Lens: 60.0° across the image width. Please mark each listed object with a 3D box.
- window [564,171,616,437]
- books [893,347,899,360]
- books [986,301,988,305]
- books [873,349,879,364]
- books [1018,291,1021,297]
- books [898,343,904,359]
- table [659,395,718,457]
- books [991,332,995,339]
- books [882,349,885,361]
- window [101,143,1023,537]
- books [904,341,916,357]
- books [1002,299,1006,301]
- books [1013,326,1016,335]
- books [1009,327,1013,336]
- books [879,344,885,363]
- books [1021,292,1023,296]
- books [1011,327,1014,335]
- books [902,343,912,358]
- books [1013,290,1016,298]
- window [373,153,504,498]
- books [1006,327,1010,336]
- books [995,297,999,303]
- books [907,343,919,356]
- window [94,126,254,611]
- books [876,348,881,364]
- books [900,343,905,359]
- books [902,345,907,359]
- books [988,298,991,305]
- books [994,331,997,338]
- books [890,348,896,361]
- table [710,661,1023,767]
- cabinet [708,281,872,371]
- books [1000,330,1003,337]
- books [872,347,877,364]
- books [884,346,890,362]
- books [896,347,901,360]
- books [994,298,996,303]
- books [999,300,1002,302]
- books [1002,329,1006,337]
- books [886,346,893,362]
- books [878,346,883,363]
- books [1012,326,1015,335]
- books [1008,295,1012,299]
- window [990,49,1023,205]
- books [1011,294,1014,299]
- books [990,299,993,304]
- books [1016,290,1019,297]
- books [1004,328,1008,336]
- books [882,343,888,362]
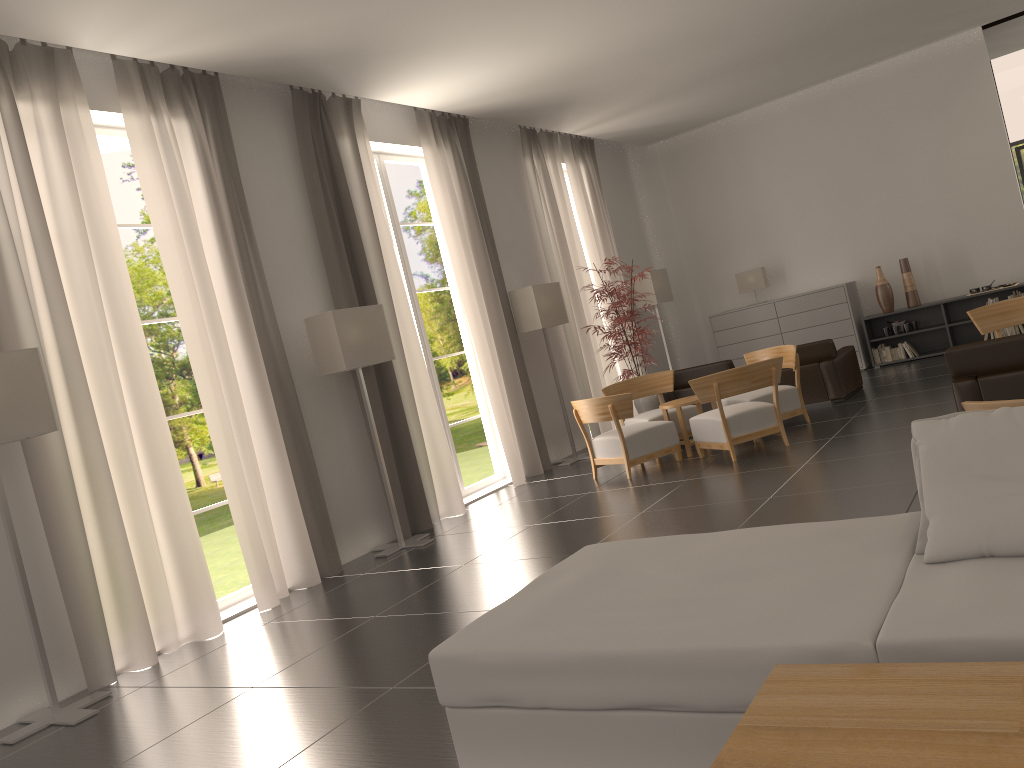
[{"bbox_3d":[1.229,-1.759,18.810,0.110,5.748,2.649,-13,1,33],"label":"window"},{"bbox_3d":[8.044,-0.634,18.550,0.054,0.249,0.167,-13,1,33],"label":"books"},{"bbox_3d":[9.373,-1.481,17.534,0.142,0.289,0.252,-13,1,33],"label":"books"},{"bbox_3d":[7.713,-0.588,18.728,0.048,0.305,0.226,-13,1,33],"label":"books"},{"bbox_3d":[9.892,-1.632,17.212,0.039,0.358,0.210,-13,1,33],"label":"books"},{"bbox_3d":[8.121,-0.691,18.481,0.054,0.328,0.187,-13,1,33],"label":"books"},{"bbox_3d":[2.766,0.627,13.524,0.872,0.803,0.868,-15,2,-35],"label":"table"},{"bbox_3d":[9.510,-1.007,17.558,0.071,0.344,0.266,-13,1,33],"label":"books"},{"bbox_3d":[7.836,-0.614,18.653,0.017,0.302,0.216,-13,1,33],"label":"books"},{"bbox_3d":[12.024,-6.981,16.473,98.927,20.575,48.738,-13,2,33],"label":"window"},{"bbox_3d":[8.243,-0.729,18.370,0.138,0.354,0.236,-13,1,33],"label":"books"},{"bbox_3d":[9.678,-1.530,17.388,0.054,0.249,0.167,-13,1,33],"label":"books"},{"bbox_3d":[9.834,-1.079,17.344,0.020,0.342,0.268,-13,1,33],"label":"books"},{"bbox_3d":[9.774,-1.098,17.391,0.041,0.404,0.245,-13,1,33],"label":"books"},{"bbox_3d":[7.805,-0.649,18.664,0.029,0.385,0.220,-13,1,33],"label":"books"},{"bbox_3d":[9.922,-1.615,17.176,0.039,0.312,0.246,-13,1,33],"label":"books"},{"bbox_3d":[9.800,-1.071,17.367,0.014,0.342,0.267,-13,1,33],"label":"books"},{"bbox_3d":[8.213,-0.706,18.383,0.130,0.322,0.252,-13,1,33],"label":"books"},{"bbox_3d":[9.809,-1.627,17.251,0.039,0.384,0.233,-13,1,33],"label":"books"},{"bbox_3d":[-1.521,-0.930,14.357,0.110,5.748,2.649,-13,1,33],"label":"window"},{"bbox_3d":[9.747,-1.057,17.413,0.041,0.335,0.249,-13,1,33],"label":"books"},{"bbox_3d":[9.571,-1.546,17.439,0.054,0.328,0.187,-13,1,33],"label":"books"},{"bbox_3d":[8.295,-0.709,18.331,0.142,0.289,0.252,-13,1,33],"label":"books"},{"bbox_3d":[-4.271,-0.101,9.904,0.110,5.748,2.649,-13,1,33],"label":"window"},{"bbox_3d":[7.744,-0.598,18.695,0.039,0.312,0.246,-13,1,33],"label":"books"},{"bbox_3d":[8.135,-0.691,18.432,0.019,0.324,0.255,-13,1,33],"label":"books"},{"bbox_3d":[8.158,-0.687,18.428,0.017,0.305,0.239,-13,1,33],"label":"books"},{"bbox_3d":[9.418,-1.523,17.509,0.138,0.354,0.236,-13,1,33],"label":"books"},{"bbox_3d":[9.556,-1.036,17.535,0.041,0.377,0.249,-13,1,33],"label":"books"},{"bbox_3d":[7.998,-0.624,18.580,0.054,0.249,0.167,-13,1,33],"label":"books"},{"bbox_3d":[1.268,1.374,2.024,1.597,0.840,1.604,-13,2,33],"label":"table"},{"bbox_3d":[6.240,-1.000,19.921,3.074,1.876,1.042,-13,2,33],"label":"cabinet"},{"bbox_3d":[9.644,-1.030,17.471,0.016,0.328,0.266,-13,1,33],"label":"books"},{"bbox_3d":[7.672,-0.595,18.736,0.021,0.338,0.254,-13,1,33],"label":"books"},{"bbox_3d":[7.887,-0.633,18.607,0.039,0.318,0.236,-13,1,33],"label":"books"},{"bbox_3d":[8.090,-0.644,18.520,0.054,0.249,0.167,-13,1,33],"label":"books"},{"bbox_3d":[9.523,-1.532,17.431,0.019,0.324,0.255,-13,1,33],"label":"books"},{"bbox_3d":[9.632,-1.520,17.418,0.054,0.249,0.167,-13,1,33],"label":"books"},{"bbox_3d":[9.678,-1.078,17.462,0.031,0.406,0.232,-13,1,33],"label":"books"},{"bbox_3d":[7.925,-0.638,18.577,0.054,0.311,0.245,-13,1,33],"label":"books"},{"bbox_3d":[7.781,-0.630,18.688,0.039,0.358,0.210,-13,1,33],"label":"books"},{"bbox_3d":[9.814,-1.082,17.356,0.023,0.356,0.267,-13,1,33],"label":"books"},{"bbox_3d":[9.742,-1.574,17.295,0.054,0.311,0.245,-13,1,33],"label":"books"},{"bbox_3d":[11.026,-5.147,24.498,10.289,7.379,0.100,-13,1,33],"label":"window"},{"bbox_3d":[9.783,-1.587,17.272,0.039,0.318,0.236,-13,1,33],"label":"books"},{"bbox_3d":[9.448,-1.513,17.482,0.130,0.322,0.252,-13,1,33],"label":"books"},{"bbox_3d":[9.857,-1.638,17.227,0.029,0.385,0.220,-13,1,33],"label":"books"},{"bbox_3d":[9.715,-1.071,17.447,0.041,0.377,0.221,-13,1,33],"label":"books"},{"bbox_3d":[7.846,-0.658,18.629,0.039,0.384,0.233,-13,1,33],"label":"books"}]
